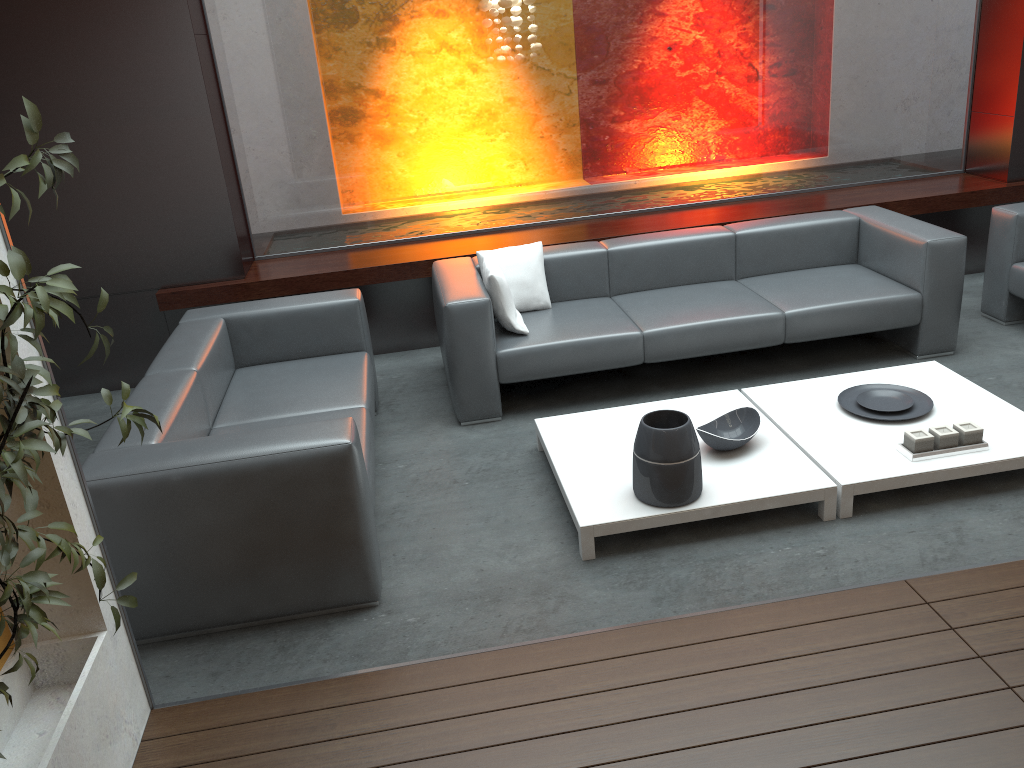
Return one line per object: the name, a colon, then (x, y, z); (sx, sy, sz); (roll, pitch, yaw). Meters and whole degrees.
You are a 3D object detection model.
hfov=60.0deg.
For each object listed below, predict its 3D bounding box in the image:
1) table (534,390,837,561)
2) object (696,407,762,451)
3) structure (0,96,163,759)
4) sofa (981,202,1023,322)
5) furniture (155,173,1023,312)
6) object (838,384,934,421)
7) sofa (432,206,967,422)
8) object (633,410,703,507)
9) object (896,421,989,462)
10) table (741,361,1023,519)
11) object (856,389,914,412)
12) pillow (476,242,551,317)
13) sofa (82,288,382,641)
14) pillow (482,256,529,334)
table: (0.677, 0.344, 3.801); (1.000, 0.150, 1.000); (-8, 22, -6)
object: (0.910, 0.204, 3.723); (0.317, 0.125, 0.223); (-23, 28, -36)
structure: (-0.989, 0.212, 0.701); (0.622, 2.483, 3.166); (-8, 22, -7)
sofa: (3.370, -0.445, 4.356); (0.943, 0.652, 2.025); (-8, 22, -6)
furniture: (0.810, -1.008, 5.838); (6.000, 0.109, 0.600); (-8, 22, -6)
object: (1.662, 0.086, 3.956); (0.394, 0.027, 0.394); (-2, 22, 10)
sofa: (0.975, -0.451, 4.960); (2.781, 0.652, 0.943); (-8, 22, -6)
object: (0.589, 0.274, 3.381); (0.265, 0.309, 0.265); (-20, 26, -31)
object: (1.715, 0.218, 3.528); (0.326, 0.097, 0.118); (-8, 22, -6)
table: (1.679, 0.202, 3.904); (1.000, 0.150, 1.000); (-8, 22, -6)
object: (1.662, 0.083, 3.955); (0.239, 0.027, 0.239); (-20, 26, -32)
pillow: (0.011, -0.576, 4.910); (0.376, 0.361, 0.169); (-9, 22, -7)
sofa: (-1.086, 0.186, 3.899); (0.943, 0.652, 2.025); (-8, 22, -6)
pillow: (-0.048, -0.465, 4.653); (0.186, 0.358, 0.376); (-9, 22, -7)
